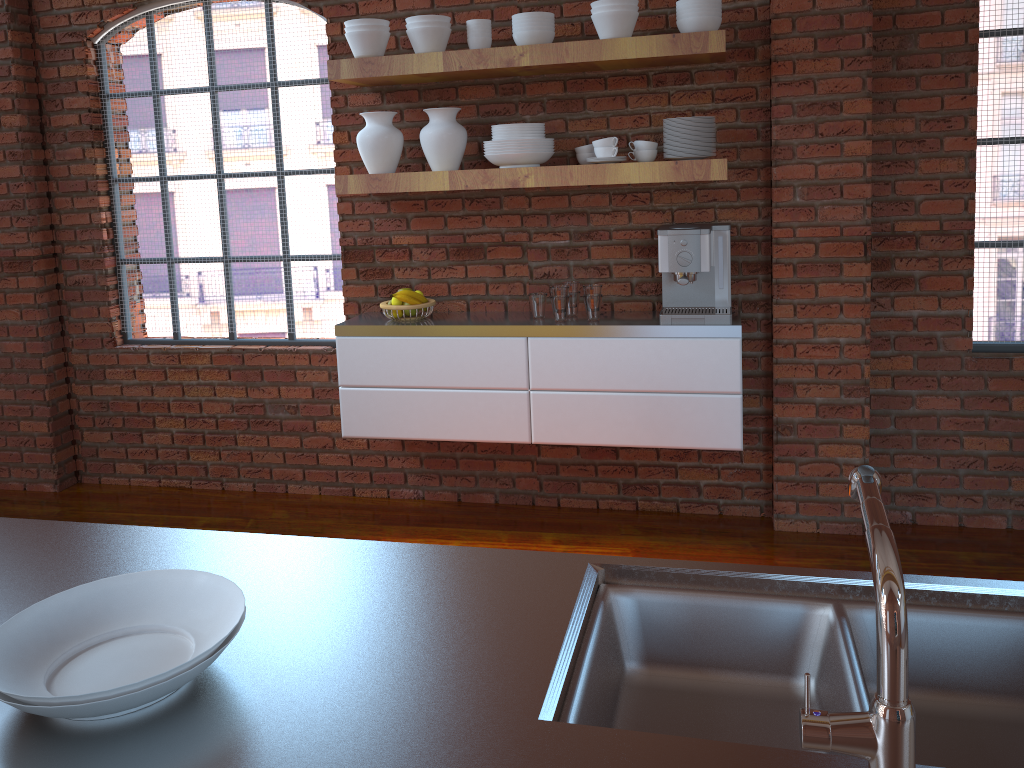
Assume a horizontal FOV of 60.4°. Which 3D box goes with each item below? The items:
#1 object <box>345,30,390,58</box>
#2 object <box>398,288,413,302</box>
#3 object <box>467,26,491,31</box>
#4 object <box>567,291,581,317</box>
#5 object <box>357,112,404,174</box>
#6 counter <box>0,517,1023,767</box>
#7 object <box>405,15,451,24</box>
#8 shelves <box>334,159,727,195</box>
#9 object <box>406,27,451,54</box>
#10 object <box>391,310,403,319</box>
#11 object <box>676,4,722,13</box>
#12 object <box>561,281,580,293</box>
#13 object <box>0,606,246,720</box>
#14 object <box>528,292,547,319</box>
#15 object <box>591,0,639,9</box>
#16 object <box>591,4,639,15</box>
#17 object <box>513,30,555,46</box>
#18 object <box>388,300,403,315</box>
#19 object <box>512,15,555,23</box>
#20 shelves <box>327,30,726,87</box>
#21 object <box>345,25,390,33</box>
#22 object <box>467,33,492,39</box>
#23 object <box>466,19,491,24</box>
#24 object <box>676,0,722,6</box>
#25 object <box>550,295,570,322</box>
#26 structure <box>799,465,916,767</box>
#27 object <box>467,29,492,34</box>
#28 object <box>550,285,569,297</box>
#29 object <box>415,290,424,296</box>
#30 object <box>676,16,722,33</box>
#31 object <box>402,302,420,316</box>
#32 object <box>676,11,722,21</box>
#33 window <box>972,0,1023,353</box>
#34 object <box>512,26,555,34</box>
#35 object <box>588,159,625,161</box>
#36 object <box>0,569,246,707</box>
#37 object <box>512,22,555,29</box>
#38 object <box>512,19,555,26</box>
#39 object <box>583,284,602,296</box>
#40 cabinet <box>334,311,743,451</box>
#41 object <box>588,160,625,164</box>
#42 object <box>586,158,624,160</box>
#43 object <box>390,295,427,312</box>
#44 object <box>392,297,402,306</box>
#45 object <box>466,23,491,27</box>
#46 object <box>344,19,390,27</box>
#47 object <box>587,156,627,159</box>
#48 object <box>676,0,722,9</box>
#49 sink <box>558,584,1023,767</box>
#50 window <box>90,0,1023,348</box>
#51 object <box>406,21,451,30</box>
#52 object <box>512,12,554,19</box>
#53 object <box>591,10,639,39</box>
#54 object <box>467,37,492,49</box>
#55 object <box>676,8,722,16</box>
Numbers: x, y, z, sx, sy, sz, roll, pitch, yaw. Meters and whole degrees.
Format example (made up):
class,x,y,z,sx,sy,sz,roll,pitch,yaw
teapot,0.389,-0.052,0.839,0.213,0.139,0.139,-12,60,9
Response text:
class,x,y,z,sx,sy,sz,roll,pitch,yaw
object,-0.574,-1.348,3.519,0.182,0.102,0.183,-12,15,-39
object,-0.451,-0.376,3.725,0.068,0.060,0.071,4,12,30
object,-0.129,-1.383,3.493,0.100,0.060,0.100,-11,15,-36
object,0.242,-0.326,3.587,0.078,0.102,0.079,6,13,43
object,-0.544,-0.994,3.637,0.194,0.245,0.194,-9,12,-36
counter,-0.807,0.425,1.008,3.141,0.128,1.046,1,14,14
object,-0.330,-1.395,3.490,0.182,0.102,0.183,-12,15,-39
shelves,0.072,-0.830,3.524,1.535,0.075,0.344,1,14,14
object,-0.328,-1.352,3.496,0.182,0.102,0.183,-12,15,-39
object,-0.479,-0.295,3.667,0.046,0.045,0.056,-12,14,-42
object,0.693,-1.362,3.262,0.167,0.060,0.167,-12,16,-36
object,0.241,-0.363,3.582,0.078,0.102,0.079,6,13,43
object,-0.453,0.314,1.020,0.282,0.054,0.287,-6,14,-14
object,0.107,-0.316,3.577,0.078,0.102,0.079,-5,10,-16
object,0.388,-1.383,3.315,0.180,0.102,0.184,-6,12,-16
object,0.389,-1.361,3.318,0.180,0.102,0.184,-6,12,-16
object,0.086,-1.334,3.429,0.165,0.060,0.169,-1,13,8
object,-0.492,-0.324,3.723,0.074,0.074,0.074,-4,10,-11
object,0.084,-1.388,3.423,0.165,0.060,0.169,-1,13,8
shelves,0.053,-1.273,3.472,1.535,0.075,0.344,1,14,14
object,-0.575,-1.369,3.516,0.182,0.102,0.183,-12,15,-39
object,-0.128,-1.357,3.496,0.100,0.060,0.100,-11,15,-36
object,-0.131,-1.408,3.490,0.100,0.060,0.100,-11,15,-36
object,0.692,-1.387,3.259,0.167,0.060,0.167,-12,16,-36
object,0.190,-0.297,3.479,0.078,0.102,0.079,6,13,43
structure,0.324,0.224,0.852,0.099,0.244,0.204,-1,10,14
object,-0.129,-1.370,3.495,0.100,0.060,0.100,-11,15,-36
object,0.189,-0.335,3.474,0.078,0.102,0.079,6,13,43
object,-0.400,-0.375,3.742,0.047,0.045,0.055,-9,13,-34
object,0.695,-1.320,3.267,0.167,0.060,0.167,-12,16,-36
object,-0.425,-0.318,3.690,0.078,0.064,0.076,-12,15,-42
object,0.694,-1.336,3.265,0.167,0.060,0.167,-12,16,-36
window,2.344,-0.921,3.211,1.268,1.646,0.085,0,7,14
object,0.085,-1.350,3.427,0.165,0.060,0.169,-1,13,8
object,0.363,-0.856,3.383,0.155,0.012,0.156,-9,15,-25
object,-0.453,0.304,1.018,0.282,0.054,0.287,-6,14,-14
object,0.085,-1.363,3.425,0.165,0.060,0.169,-1,13,8
object,0.084,-1.376,3.424,0.165,0.060,0.169,-1,13,8
object,0.318,-0.338,3.465,0.078,0.102,0.079,2,10,26
cabinet,0.106,-0.036,3.618,1.621,0.468,0.343,1,10,14
object,0.364,-0.852,3.383,0.155,0.012,0.156,-9,15,-25
object,0.363,-0.860,3.382,0.155,0.012,0.156,-9,15,-25
object,-0.413,-0.332,3.651,0.178,0.093,0.064,-12,13,-39
object,-0.480,-0.344,3.673,0.045,0.052,0.052,-2,10,2
object,-0.130,-1.395,3.492,0.100,0.060,0.100,-11,15,-36
object,-0.576,-1.391,3.514,0.182,0.102,0.183,-12,15,-39
object,0.363,-0.865,3.382,0.155,0.012,0.156,-9,15,-25
object,0.693,-1.374,3.261,0.167,0.060,0.167,-12,16,-36
sink,0.386,0.429,1.037,0.613,0.196,0.417,1,13,13
window,2.388,-1.276,5.564,17.411,9.771,3.691,-2,8,4
object,-0.329,-1.373,3.493,0.182,0.102,0.183,-12,15,-39
object,0.083,-1.401,3.421,0.165,0.060,0.169,-1,13,8
object,0.390,-1.340,3.320,0.180,0.102,0.184,-6,12,-16
object,-0.128,-1.341,3.498,0.100,0.060,0.100,-11,15,-36
object,0.694,-1.349,3.264,0.167,0.060,0.167,-12,16,-36
